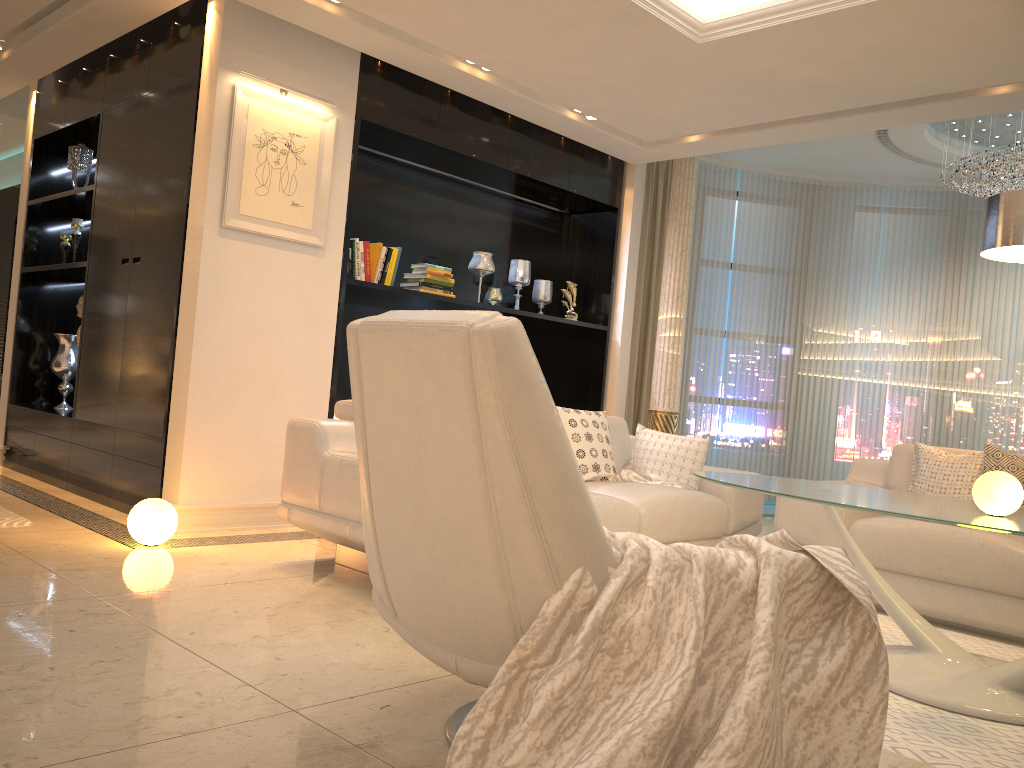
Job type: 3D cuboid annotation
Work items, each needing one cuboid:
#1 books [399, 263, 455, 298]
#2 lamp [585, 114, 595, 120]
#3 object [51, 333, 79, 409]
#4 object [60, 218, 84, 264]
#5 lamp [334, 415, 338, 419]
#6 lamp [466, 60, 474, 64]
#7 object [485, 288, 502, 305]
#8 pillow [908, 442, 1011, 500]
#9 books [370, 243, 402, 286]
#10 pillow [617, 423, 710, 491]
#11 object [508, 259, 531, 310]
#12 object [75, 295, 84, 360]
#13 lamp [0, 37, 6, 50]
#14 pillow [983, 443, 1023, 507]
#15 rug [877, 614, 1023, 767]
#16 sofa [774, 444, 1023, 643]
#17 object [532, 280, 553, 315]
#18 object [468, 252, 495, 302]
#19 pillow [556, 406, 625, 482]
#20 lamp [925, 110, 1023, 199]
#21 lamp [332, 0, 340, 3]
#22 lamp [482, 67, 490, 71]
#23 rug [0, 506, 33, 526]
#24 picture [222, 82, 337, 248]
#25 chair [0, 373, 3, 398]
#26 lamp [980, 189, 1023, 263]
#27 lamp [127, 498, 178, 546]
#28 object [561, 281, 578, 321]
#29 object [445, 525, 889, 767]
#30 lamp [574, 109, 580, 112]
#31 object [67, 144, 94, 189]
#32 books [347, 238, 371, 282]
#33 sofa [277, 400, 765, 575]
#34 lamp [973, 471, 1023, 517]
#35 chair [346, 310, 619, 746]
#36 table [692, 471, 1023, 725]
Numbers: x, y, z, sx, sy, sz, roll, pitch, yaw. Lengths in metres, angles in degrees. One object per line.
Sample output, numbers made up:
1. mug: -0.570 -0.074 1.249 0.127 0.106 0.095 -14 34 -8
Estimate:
1. books: -0.538 -0.662 5.767 0.296 0.197 0.260 6 -1 -43
2. lamp: 0.524 -1.781 5.753 0.107 0.127 0.107 5 -1 25
3. object: -3.152 -0.088 6.283 0.221 0.522 0.221 6 -1 -41
4. object: -3.037 -0.961 6.100 0.176 0.361 0.079 5 -1 25
5. lamp: -1.118 0.238 5.345 0.213 0.214 0.212 5 -1 -6
6. lamp: -0.214 -1.866 4.979 0.107 0.127 0.107 5 -1 -35
7. object: -0.131 -0.597 6.256 0.119 0.154 0.119 5 -1 -36
8. pillow: 2.152 0.491 4.330 0.222 0.380 0.463 6 -1 -41
9. books: -0.825 -0.720 5.432 0.212 0.261 0.210 5 -1 44
10. pillow: 0.787 0.384 4.725 0.281 0.325 0.521 5 -1 -36
11. object: 0.048 -0.701 6.594 0.156 0.426 0.156 6 -1 -41
12. object: -2.774 -0.192 5.851 0.221 0.794 0.308 5 -1 -19
13. lamp: -3.177 -2.126 5.459 0.107 0.127 0.107 5 -1 25
14. pillow: 2.458 0.515 4.074 0.587 0.429 0.288 5 -1 19
15. rug: 1.514 0.998 2.903 2.900 0.020 1.661 5 -1 44
16. sofa: 2.478 0.720 3.917 2.328 0.754 1.145 5 -1 44
17. object: 0.227 -0.629 6.775 0.147 0.317 0.147 6 -1 -44
18. object: -0.219 -0.720 6.172 0.181 0.381 0.181 5 -1 38
19. pillow: 0.406 0.322 4.694 0.255 0.399 0.526 5 -1 44
20. lamp: 4.035 -1.561 6.229 2.109 0.685 2.109 5 -1 -1
21. lamp: -0.847 -1.929 4.321 0.107 0.127 0.107 5 -1 -35
22. lamp: -0.129 -1.858 5.066 0.107 0.127 0.107 5 -1 25
23. rug: -4.616 0.475 5.469 5.025 0.015 1.526 5 -1 44
24. picture: -1.212 -1.133 4.666 0.027 0.729 0.610 5 -1 44
25. chair: -4.026 0.097 6.929 0.702 0.898 0.625 6 -1 -45
26. lamp: 2.480 -0.167 3.843 0.393 2.519 2.009 5 -1 44
27. lamp: -1.634 0.626 4.034 0.213 0.214 0.212 5 -1 -6
28. object: 0.433 -0.614 6.634 0.116 0.293 0.182 5 -1 41
29. object: 0.251 0.583 1.982 0.972 0.580 1.347 5 -1 -9
30. lamp: 0.439 -1.802 5.657 0.107 0.127 0.107 5 -1 25
31. object: -2.867 -1.418 5.876 0.155 0.347 0.155 5 -1 24
32. books: -0.982 -0.740 5.262 0.208 0.270 0.240 5 -1 44
33. sofa: 0.176 0.519 4.345 1.145 0.754 2.328 5 -1 44
34. lamp: 1.546 0.348 2.822 0.143 0.143 0.143 5 -1 29
35. chair: 0.084 0.370 2.089 1.027 0.991 0.983 5 -1 43
36. table: 1.529 0.703 2.930 2.140 0.565 0.999 5 -1 43
